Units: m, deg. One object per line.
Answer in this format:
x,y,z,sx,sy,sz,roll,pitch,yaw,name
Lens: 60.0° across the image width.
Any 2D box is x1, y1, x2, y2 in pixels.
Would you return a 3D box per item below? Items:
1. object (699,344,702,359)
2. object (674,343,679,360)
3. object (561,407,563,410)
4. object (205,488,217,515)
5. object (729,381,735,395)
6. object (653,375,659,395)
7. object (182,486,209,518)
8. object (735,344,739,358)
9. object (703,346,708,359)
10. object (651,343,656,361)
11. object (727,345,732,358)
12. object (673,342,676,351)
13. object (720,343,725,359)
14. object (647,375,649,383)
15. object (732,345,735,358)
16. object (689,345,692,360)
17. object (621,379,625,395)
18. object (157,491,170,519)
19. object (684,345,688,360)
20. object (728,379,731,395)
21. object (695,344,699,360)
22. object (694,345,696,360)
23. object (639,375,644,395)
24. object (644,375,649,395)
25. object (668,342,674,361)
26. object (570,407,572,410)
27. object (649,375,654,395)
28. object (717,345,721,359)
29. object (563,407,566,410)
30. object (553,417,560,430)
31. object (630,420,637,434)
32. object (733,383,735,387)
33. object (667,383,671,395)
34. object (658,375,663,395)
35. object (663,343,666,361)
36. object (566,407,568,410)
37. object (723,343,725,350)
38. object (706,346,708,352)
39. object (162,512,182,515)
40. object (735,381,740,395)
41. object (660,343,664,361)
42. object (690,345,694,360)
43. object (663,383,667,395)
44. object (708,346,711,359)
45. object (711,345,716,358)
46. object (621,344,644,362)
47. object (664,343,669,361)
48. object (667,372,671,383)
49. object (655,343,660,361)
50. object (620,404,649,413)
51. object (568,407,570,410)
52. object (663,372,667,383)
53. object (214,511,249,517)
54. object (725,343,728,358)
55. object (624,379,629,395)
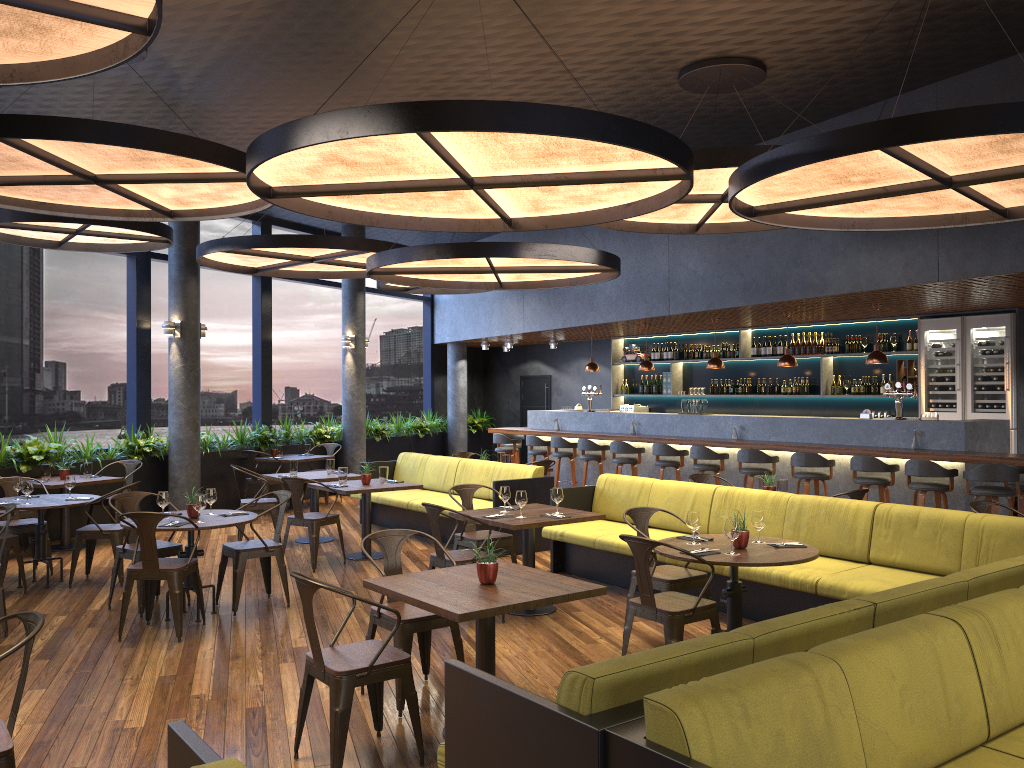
3.115,-0.527,14.685,0.063,0.254,0.063,0,0,1,object
2.773,-0.535,14.962,0.083,0.301,0.083,0,0,-29,object
0.859,0.418,15.148,0.042,0.059,0.042,0,-1,-39,object
-2.413,0.942,7.105,0.097,0.206,0.097,0,0,25,object
3.492,0.060,14.065,0.088,0.224,0.088,0,0,-22,object
2.492,0.014,15.366,0.094,0.340,0.094,0,0,3,object
-2.474,0.906,6.911,0.260,0.271,0.238,0,0,2,object
3.552,-0.520,13.941,0.088,0.224,0.088,0,0,-22,object
3.149,-0.511,14.433,0.068,0.217,0.068,-1,-1,43,object
2.461,-0.549,15.372,0.085,0.310,0.086,0,0,-3,object
3.441,-0.515,14.041,0.068,0.217,0.068,-1,-1,38,object
2.775,-0.552,15.109,0.085,0.310,0.086,0,0,4,object
3.369,-0.532,14.193,0.063,0.254,0.063,0,0,11,object
2.383,0.016,15.642,0.094,0.340,0.094,0,0,-31,object
3.520,-0.515,14.091,0.068,0.217,0.068,0,0,-32,object
2.991,-0.526,14.832,0.063,0.254,0.063,0,0,30,object
2.013,0.053,16.101,0.079,0.281,0.079,0,0,-18,object
-2.719,0.942,6.913,0.097,0.206,0.097,0,0,5,object
2.897,-0.526,14.776,0.063,0.254,0.063,-1,0,35,object
3.497,0.047,14.267,0.063,0.254,0.063,0,0,25,object
3.048,-0.528,14.591,0.063,0.254,0.063,0,0,-19,object
3.048,-0.527,14.760,0.063,0.254,0.063,0,0,25,object
2.287,0.016,15.599,0.094,0.340,0.094,0,0,-14,object
2.357,0.016,15.528,0.094,0.340,0.094,0,0,-23,object
2.700,-0.552,15.052,0.085,0.310,0.086,0,0,-3,object
1.010,0.418,15.266,0.042,0.059,0.042,0,-1,-39,object
2.456,0.016,15.569,0.094,0.340,0.094,0,0,-14,object
3.348,-0.515,14.392,0.088,0.224,0.088,0,-1,-42,object
0.897,0.418,15.175,0.042,0.059,0.042,0,-1,-39,object
0.717,0.640,14.276,0.114,0.203,0.069,0,0,11,object
1.766,0.626,12.892,0.114,0.203,0.069,0,0,14,object
3.522,0.061,14.175,0.088,0.224,0.088,0,0,18,object
2.704,0.086,15.097,0.080,0.192,0.098,0,-1,-37,object
2.588,0.014,15.410,0.094,0.340,0.094,0,0,-14,object
2.650,-0.551,15.270,0.085,0.310,0.086,0,0,-9,object
0.940,0.418,15.195,0.042,0.059,0.042,0,-1,-39,object
3.417,-0.531,14.319,0.063,0.254,0.063,0,0,-29,object
3.201,-0.510,14.564,0.068,0.217,0.068,0,0,-32,object
-2.747,1.037,7.084,0.255,0.019,0.157,0,0,31,object
3.599,0.060,14.110,0.088,0.224,0.088,0,0,28,object
2.593,-0.550,15.349,0.085,0.310,0.086,0,0,-26,object
2.989,-0.527,14.701,0.063,0.254,0.063,0,0,25,object
2.644,0.087,15.178,0.080,0.192,0.098,0,-1,-37,object
3.228,-0.511,14.482,0.068,0.217,0.068,0,0,-17,object
3.257,-0.515,14.335,0.088,0.224,0.088,0,-1,-42,object
2.189,-0.548,15.849,0.229,0.319,0.579,0,-1,-37,object
2.639,-0.552,15.136,0.085,0.310,0.086,0,0,-18,object
2.703,-0.106,15.099,0.080,0.192,0.098,0,-1,-37,object
2.515,-0.550,15.296,0.085,0.310,0.086,0,0,-9,object
2.099,0.629,15.690,0.550,0.569,0.355,0,-1,-37,object
0.969,0.418,15.237,0.042,0.059,0.042,0,-1,-39,object
2.644,-0.105,15.181,0.080,0.192,0.098,0,-1,-37,object
-2.241,1.035,7.072,0.255,0.019,0.157,0,-1,-38,object
3.448,-0.532,14.236,0.063,0.254,0.063,0,0,-9,object
2.069,0.052,16.030,0.079,0.281,0.079,0,0,-33,object
